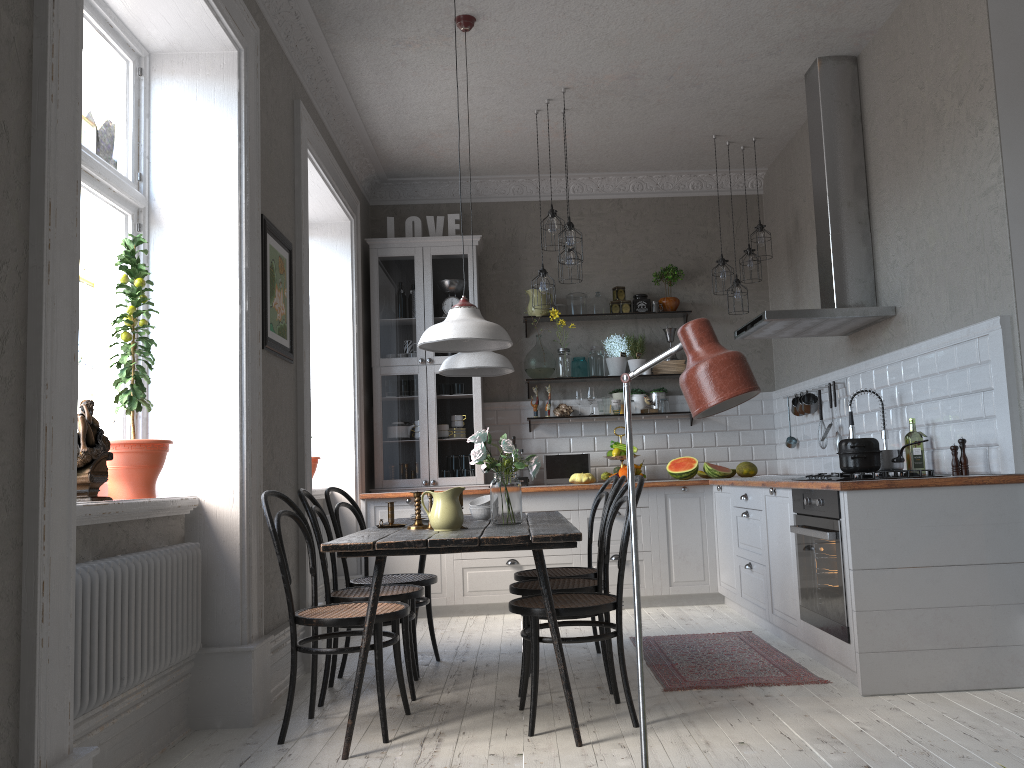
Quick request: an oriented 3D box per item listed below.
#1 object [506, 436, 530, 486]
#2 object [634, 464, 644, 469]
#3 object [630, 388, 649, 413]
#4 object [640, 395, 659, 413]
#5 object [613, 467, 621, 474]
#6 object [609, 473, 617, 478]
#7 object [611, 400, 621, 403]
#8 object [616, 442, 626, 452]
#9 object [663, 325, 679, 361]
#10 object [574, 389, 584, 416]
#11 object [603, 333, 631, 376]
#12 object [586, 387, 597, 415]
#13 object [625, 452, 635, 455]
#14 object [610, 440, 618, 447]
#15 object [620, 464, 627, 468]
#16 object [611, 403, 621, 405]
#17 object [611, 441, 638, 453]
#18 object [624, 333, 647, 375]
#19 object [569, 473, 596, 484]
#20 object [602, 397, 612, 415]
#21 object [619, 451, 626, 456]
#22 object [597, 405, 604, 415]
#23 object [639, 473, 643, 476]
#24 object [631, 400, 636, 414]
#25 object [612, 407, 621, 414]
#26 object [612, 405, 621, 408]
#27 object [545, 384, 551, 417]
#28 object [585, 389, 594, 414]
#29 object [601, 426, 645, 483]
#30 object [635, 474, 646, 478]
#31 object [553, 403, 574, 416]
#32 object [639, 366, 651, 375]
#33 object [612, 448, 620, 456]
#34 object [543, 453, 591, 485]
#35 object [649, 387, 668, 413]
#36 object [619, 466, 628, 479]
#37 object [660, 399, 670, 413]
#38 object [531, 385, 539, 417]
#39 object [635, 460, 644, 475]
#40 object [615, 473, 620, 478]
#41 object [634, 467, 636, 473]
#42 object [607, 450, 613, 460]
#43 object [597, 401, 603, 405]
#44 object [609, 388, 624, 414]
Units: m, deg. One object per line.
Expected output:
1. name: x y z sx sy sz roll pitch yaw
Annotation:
1. object: 0.024 0.580 6.599 0.206 0.370 0.353 -2 -6 0
2. object: 0.929 0.627 6.699 0.128 0.056 0.059 -1 -6 -9
3. object: 0.996 0.136 6.967 0.170 0.214 0.150 -5 -7 28
4. object: 1.071 0.158 6.880 0.121 0.147 0.099 2 -7 -33
5. object: 0.821 0.665 6.741 0.077 0.076 0.156 -5 -7 26
6. object: 0.762 0.695 6.646 0.084 0.057 0.090 -6 -7 31
7. object: 0.803 0.149 6.824 0.078 0.051 0.076 -1 -6 -15
8. object: 0.869 0.487 6.730 0.178 0.096 0.089 -4 -6 19
9. object: 1.250 -0.319 6.983 0.132 0.287 0.129 0 -6 -16
10. object: 0.527 0.147 6.920 0.083 0.217 0.081 -1 -6 -15
11. object: 0.839 -0.226 6.987 0.242 0.354 0.237 -4 -6 17
12. object: 0.615 0.134 6.830 0.083 0.217 0.081 -1 -6 -15
13. object: 0.877 0.537 6.662 0.077 0.062 0.099 1 -7 -28
14. object: 0.773 0.453 6.667 0.074 0.058 0.050 0 -6 -24
15. object: 0.852 0.652 6.736 0.086 0.093 0.086 -2 -6 -5
16. object: 0.804 0.174 6.822 0.076 0.051 0.078 -4 -6 18
17. object: 0.840 0.471 6.663 0.210 0.101 0.067 -3 -6 4
18. object: 0.971 -0.248 6.942 0.188 0.380 0.166 3 -8 -40
19. object: 0.514 0.692 6.488 0.197 0.083 0.189 -2 -6 -1
20. object: 0.736 0.172 6.863 0.080 0.139 0.077 1 -7 -28
21. object: 0.821 0.534 6.626 0.063 0.061 0.066 -2 -6 -1
22. object: 0.707 0.208 6.934 0.077 0.083 0.079 -4 -6 17
23. object: 0.935 0.693 6.611 0.069 0.051 0.088 3 -8 -43
24. object: 0.920 0.181 6.880 0.078 0.108 0.077 -1 -6 -7
25. object: 0.806 0.208 6.818 0.078 0.051 0.077 -1 -6 -8
26. object: 0.805 0.191 6.820 0.078 0.051 0.077 -1 -6 -8
27. object: 0.286 0.134 6.898 0.052 0.264 0.063 -6 -7 35
28. object: 0.613 0.144 6.919 0.083 0.217 0.081 -1 -6 -15
29. object: 0.828 0.530 6.682 0.356 0.425 0.348 0 -6 -16
30. object: 0.919 0.697 6.733 0.212 0.044 0.055 -7 -7 37
31. object: 0.392 0.202 6.869 0.179 0.111 0.095 0 -6 -24
32. object: 1.042 -0.105 6.866 0.104 0.071 0.064 -6 -7 29
33. object: 0.779 0.512 6.612 0.058 0.069 0.080 -4 -6 19
34. object: 0.416 0.646 6.693 0.352 0.226 0.088 -2 -6 -2
35. object: 1.161 0.132 6.982 0.159 0.213 0.152 -2 -6 -3
36. object: 0.844 0.654 6.545 0.115 0.110 0.109 2 -7 -33
37. object: 1.180 0.169 6.864 0.078 0.108 0.077 -1 -6 -7
38. object: 0.181 0.140 6.909 0.054 0.264 0.060 1 -7 -30
39. object: 0.957 0.632 6.691 0.060 0.120 0.127 -5 -6 23
40. object: 0.777 0.705 6.661 0.070 0.076 0.226 0 -6 -18
41. object: 0.884 0.649 6.622 0.087 0.078 0.089 -5 -7 25
42. object: 0.765 0.536 6.685 0.097 0.078 0.100 -1 -6 -14
43. object: 0.706 0.175 6.937 0.077 0.083 0.079 -4 -6 17
44. object: 0.840 0.137 6.954 0.159 0.217 0.154 0 -6 -21
